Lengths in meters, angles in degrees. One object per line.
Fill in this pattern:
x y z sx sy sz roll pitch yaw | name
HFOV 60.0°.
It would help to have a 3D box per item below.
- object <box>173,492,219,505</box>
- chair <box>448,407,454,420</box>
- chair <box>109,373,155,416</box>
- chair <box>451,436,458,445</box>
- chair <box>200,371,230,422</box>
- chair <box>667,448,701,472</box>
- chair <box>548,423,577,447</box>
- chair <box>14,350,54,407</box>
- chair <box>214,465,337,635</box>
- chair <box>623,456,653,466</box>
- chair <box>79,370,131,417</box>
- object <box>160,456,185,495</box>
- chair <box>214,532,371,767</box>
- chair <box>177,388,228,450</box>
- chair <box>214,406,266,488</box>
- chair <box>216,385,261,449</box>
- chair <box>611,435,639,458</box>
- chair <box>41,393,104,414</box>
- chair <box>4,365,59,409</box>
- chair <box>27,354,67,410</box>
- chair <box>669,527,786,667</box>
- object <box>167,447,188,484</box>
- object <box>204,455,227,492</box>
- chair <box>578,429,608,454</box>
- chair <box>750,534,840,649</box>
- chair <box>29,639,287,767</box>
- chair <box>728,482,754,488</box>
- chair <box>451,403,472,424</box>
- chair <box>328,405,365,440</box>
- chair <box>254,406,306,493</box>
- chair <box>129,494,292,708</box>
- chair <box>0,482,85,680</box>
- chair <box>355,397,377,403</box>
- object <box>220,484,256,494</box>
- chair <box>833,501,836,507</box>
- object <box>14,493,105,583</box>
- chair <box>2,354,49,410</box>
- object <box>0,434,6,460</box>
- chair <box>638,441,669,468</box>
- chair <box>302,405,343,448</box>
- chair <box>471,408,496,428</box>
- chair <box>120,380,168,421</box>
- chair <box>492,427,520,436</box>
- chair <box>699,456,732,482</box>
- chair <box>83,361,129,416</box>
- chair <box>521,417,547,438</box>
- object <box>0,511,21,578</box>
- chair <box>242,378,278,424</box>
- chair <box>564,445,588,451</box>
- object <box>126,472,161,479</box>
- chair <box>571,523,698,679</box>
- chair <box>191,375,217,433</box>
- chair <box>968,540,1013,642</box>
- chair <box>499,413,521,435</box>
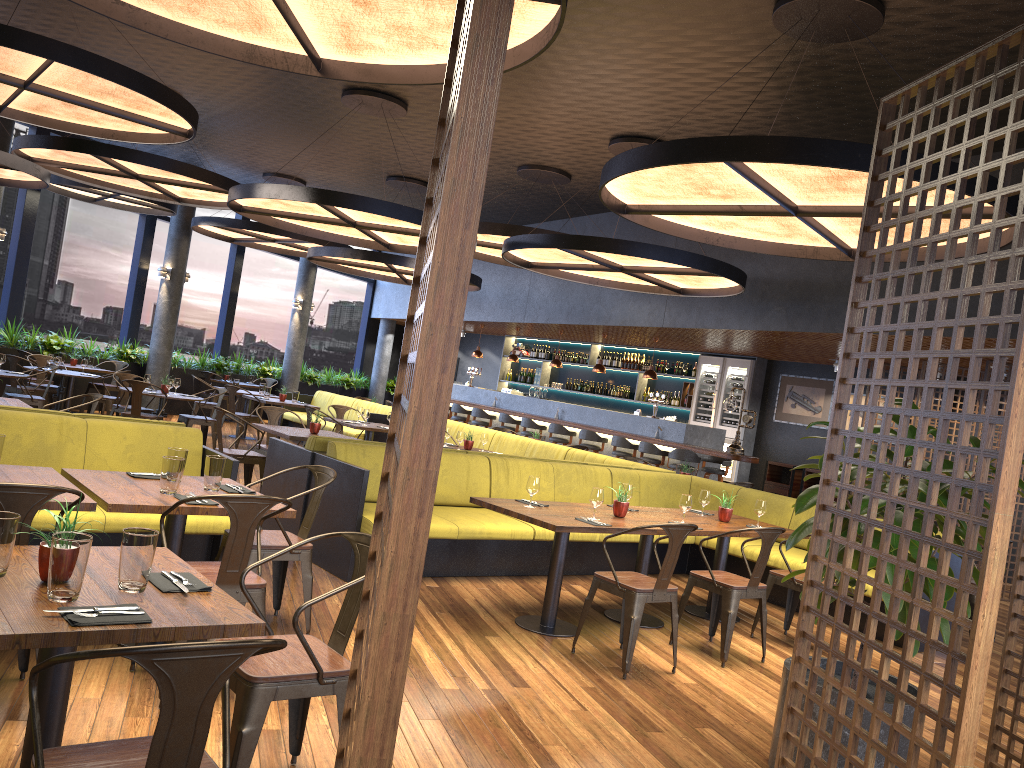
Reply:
-1.520 0.546 4.248 0.157 0.019 0.255 9 0 -39 | object
-1.386 0.862 17.804 0.483 1.048 0.438 9 0 23 | chair
-4.913 0.342 11.446 0.541 0.917 0.504 9 0 33 | chair
-0.930 0.977 10.456 0.504 0.917 0.541 9 0 -38 | chair
-5.687 0.235 16.886 0.504 0.917 0.541 9 0 26 | chair
2.433 1.458 12.902 0.483 1.048 0.438 9 0 43 | chair
0.792 1.202 15.023 0.483 1.048 0.438 9 0 12 | chair
-7.318 -0.037 13.555 0.504 0.917 0.541 9 0 36 | chair
-1.320 0.897 4.911 0.541 0.917 0.504 9 0 -38 | chair
1.568 1.379 10.838 0.504 0.917 0.541 9 0 -38 | chair
-5.684 0.221 12.382 0.541 0.917 0.504 9 0 -9 | chair
-1.650 0.444 4.290 0.102 0.178 0.102 9 0 37 | object
-0.765 0.980 3.077 0.541 0.917 0.504 9 0 -38 | chair
-4.048 0.481 11.518 0.541 0.917 0.504 9 0 -38 | chair
-2.640 0.697 8.492 0.541 0.917 0.504 9 0 -38 | chair
-4.022 0.490 13.099 0.504 0.917 0.541 9 0 29 | chair
1.728 1.348 13.882 0.483 1.048 0.438 9 0 23 | chair
-3.802 0.507 7.452 0.541 0.917 0.504 9 0 -38 | chair
-5.807 0.196 10.640 0.541 0.917 0.504 9 0 -38 | chair
-6.700 0.060 12.696 0.541 0.917 0.504 9 0 42 | chair
1.458 1.345 5.885 0.504 0.917 0.541 9 0 -38 | chair
-1.760 0.428 4.637 0.102 0.178 0.102 9 0 -3 | object
-1.538 0.463 4.574 0.102 0.178 0.102 9 0 37 | object
1.245 1.273 14.485 0.438 1.048 0.483 9 0 -24 | chair
2.157 1.459 6.452 0.504 0.917 0.541 9 0 -38 | chair
-0.864 0.961 2.039 0.504 0.917 0.541 9 0 -38 | chair
2.337 1.499 9.865 0.504 0.917 0.541 9 0 -38 | chair
-1.023 0.918 17.222 0.438 1.048 0.483 9 0 -10 | chair
-2.276 0.766 12.007 0.504 0.917 0.541 9 0 -38 | chair
-2.503 0.722 9.433 0.504 0.917 0.541 9 0 -38 | chair
-1.323 0.894 3.938 0.504 0.917 0.541 9 0 -38 | chair
-1.992 0.785 3.395 0.504 0.917 0.541 9 0 -38 | chair
-2.656 0.718 16.056 0.504 0.917 0.541 9 0 -38 | chair
-1.460 0.557 4.712 0.157 0.019 0.255 9 0 -39 | object
3.257 1.643 8.738 0.504 0.917 0.541 9 0 -38 | chair
-1.316 0.446 2.616 0.238 0.271 0.260 9 0 -17 | object
-6.473 0.093 11.769 0.504 0.917 0.541 9 0 24 | chair
-2.415 0.321 4.105 0.102 0.178 0.102 9 0 -3 | object
2.061 1.400 13.355 0.438 1.048 0.483 9 0 -10 | chair
-2.375 0.747 11.031 0.541 0.917 0.504 9 0 -38 | chair
-0.606 0.983 16.629 0.438 1.048 0.483 9 0 -19 | chair
-4.460 0.412 10.658 0.504 0.917 0.541 9 0 1 | chair
-0.087 1.120 12.953 0.504 0.917 0.541 9 0 -38 | chair
2.986 1.548 13.301 0.483 1.048 0.438 9 0 23 | chair
-6.746 0.059 14.755 0.504 0.917 0.541 9 0 15 | chair
0.307 1.126 15.572 0.438 1.048 0.483 9 0 -10 | chair
-1.490 0.465 2.559 0.102 0.178 0.102 9 0 -3 | object
-5.124 0.329 18.086 0.504 0.917 0.541 9 0 16 | chair
0.682 1.240 11.981 0.504 0.917 0.541 9 0 -38 | chair
-1.910 0.485 4.728 0.255 0.019 0.157 9 0 -39 | object
0.764 1.232 5.322 0.504 0.917 0.541 9 0 -38 | chair
-4.966 0.343 14.330 0.541 0.917 0.504 9 0 -20 | chair
4.014 1.761 7.780 0.504 0.917 0.541 9 0 -38 | chair
-0.073 1.067 16.140 0.483 1.048 0.438 9 0 23 | chair
